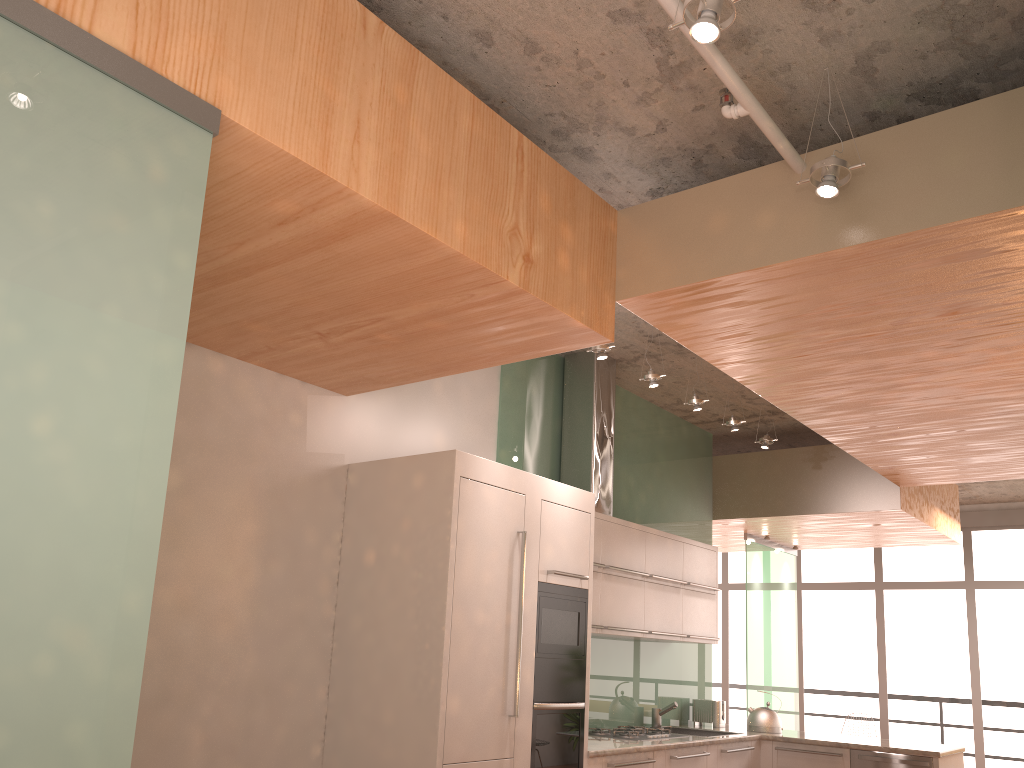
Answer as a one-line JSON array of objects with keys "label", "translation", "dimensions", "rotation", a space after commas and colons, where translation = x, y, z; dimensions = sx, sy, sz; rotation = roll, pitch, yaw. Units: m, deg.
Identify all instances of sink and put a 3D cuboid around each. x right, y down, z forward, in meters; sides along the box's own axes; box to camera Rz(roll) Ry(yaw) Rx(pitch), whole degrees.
[{"label": "sink", "translation": [1.261, 2.491, 6.356], "dimensions": [0.622, 0.375, 0.651], "rotation": [-9, -20, 37]}]

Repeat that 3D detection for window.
[{"label": "window", "translation": [4.526, 3.254, 10.820], "dimensions": [8.648, 3.212, 0.063], "rotation": [-10, -17, 37]}]

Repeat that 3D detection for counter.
[{"label": "counter", "translation": [2.065, 1.603, 5.415], "dimensions": [3.249, 1.320, 3.106], "rotation": [-10, -20, 37]}]

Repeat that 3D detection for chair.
[{"label": "chair", "translation": [4.016, 4.324, 10.345], "dimensions": [0.548, 0.882, 0.568], "rotation": [-8, -17, 37]}]

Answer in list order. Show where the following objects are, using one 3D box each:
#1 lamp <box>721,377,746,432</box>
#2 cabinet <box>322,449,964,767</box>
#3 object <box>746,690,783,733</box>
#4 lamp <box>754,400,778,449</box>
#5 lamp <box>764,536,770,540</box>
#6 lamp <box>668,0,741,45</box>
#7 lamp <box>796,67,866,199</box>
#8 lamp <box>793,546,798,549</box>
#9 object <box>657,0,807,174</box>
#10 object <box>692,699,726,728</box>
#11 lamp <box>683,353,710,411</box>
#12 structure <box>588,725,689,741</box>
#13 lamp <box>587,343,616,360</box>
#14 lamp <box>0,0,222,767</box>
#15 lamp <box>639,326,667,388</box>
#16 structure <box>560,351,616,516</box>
[{"label": "lamp", "translation": [1.516, 0.094, 6.037], "dimensions": [0.153, 0.461, 0.105], "rotation": [2, -12, 6]}, {"label": "cabinet", "translation": [1.166, 1.918, 5.273], "dimensions": [1.933, 2.228, 4.298], "rotation": [-8, -19, 37]}, {"label": "object", "translation": [1.926, 2.502, 6.748], "dimensions": [0.264, 0.299, 0.266], "rotation": [13, -17, -34]}, {"label": "lamp", "translation": [1.862, 0.246, 6.473], "dimensions": [0.153, 0.461, 0.105], "rotation": [2, -12, 6]}, {"label": "lamp", "translation": [2.478, 1.281, 8.576], "dimensions": [0.103, 0.461, 0.156], "rotation": [1, -13, 10]}, {"label": "lamp", "translation": [0.508, -1.104, 2.268], "dimensions": [0.199, 0.473, 0.136], "rotation": [2, -12, 6]}, {"label": "lamp", "translation": [1.068, -0.859, 2.975], "dimensions": [0.199, 0.473, 0.136], "rotation": [2, -12, 6]}, {"label": "lamp", "translation": [2.941, 1.483, 9.160], "dimensions": [0.103, 0.461, 0.156], "rotation": [1, -13, 10]}, {"label": "object", "translation": [-0.355, -1.401, 1.496], "dimensions": [0.136, 0.109, 4.539], "rotation": [-8, -20, 36]}, {"label": "object", "translation": [1.573, 2.617, 7.017], "dimensions": [0.239, 0.198, 0.155], "rotation": [-9, -18, 37]}, {"label": "lamp", "translation": [1.171, -0.057, 5.601], "dimensions": [0.153, 0.461, 0.105], "rotation": [2, -12, 6]}, {"label": "structure", "translation": [0.792, 2.290, 5.806], "dimensions": [0.494, 0.037, 0.685], "rotation": [-10, -21, 36]}, {"label": "lamp", "translation": [0.482, -0.359, 4.731], "dimensions": [0.153, 0.461, 0.105], "rotation": [2, -12, 6]}, {"label": "lamp", "translation": [1.706, 0.768, 3.305], "dimensions": [8.266, 3.331, 0.452], "rotation": [14, -16, -32]}, {"label": "lamp", "translation": [0.825, -0.208, 5.165], "dimensions": [0.153, 0.461, 0.105], "rotation": [2, -12, 6]}, {"label": "structure", "translation": [0.514, 0.351, 5.946], "dimensions": [0.257, 1.110, 0.265], "rotation": [-7, -16, 37]}]
